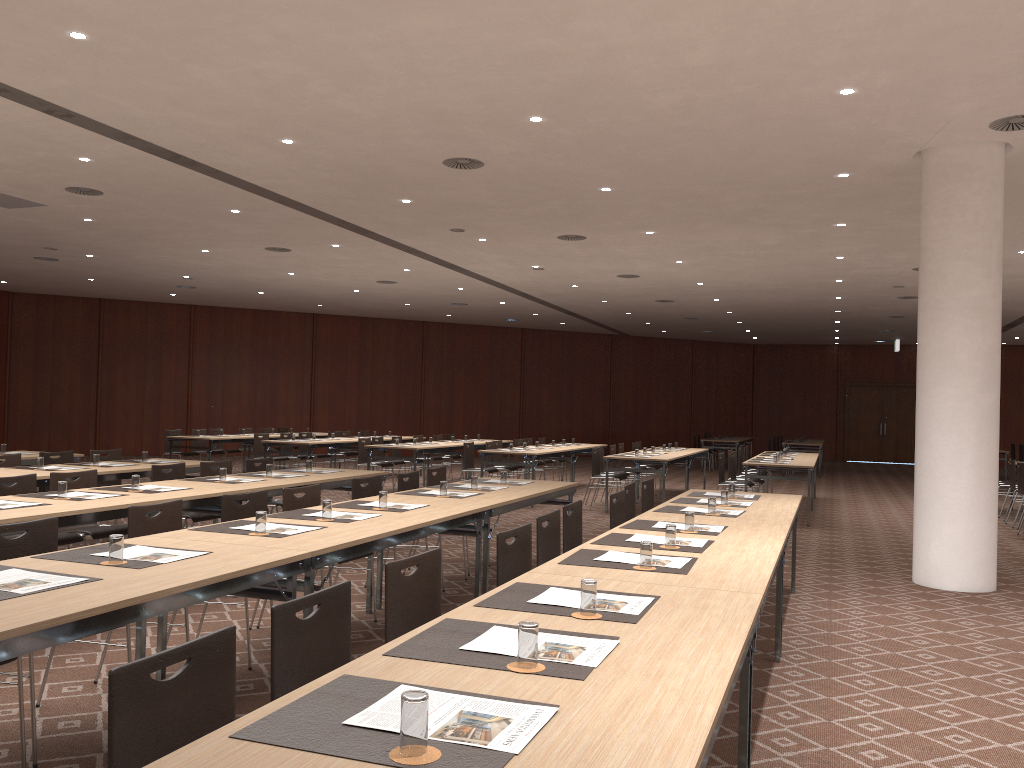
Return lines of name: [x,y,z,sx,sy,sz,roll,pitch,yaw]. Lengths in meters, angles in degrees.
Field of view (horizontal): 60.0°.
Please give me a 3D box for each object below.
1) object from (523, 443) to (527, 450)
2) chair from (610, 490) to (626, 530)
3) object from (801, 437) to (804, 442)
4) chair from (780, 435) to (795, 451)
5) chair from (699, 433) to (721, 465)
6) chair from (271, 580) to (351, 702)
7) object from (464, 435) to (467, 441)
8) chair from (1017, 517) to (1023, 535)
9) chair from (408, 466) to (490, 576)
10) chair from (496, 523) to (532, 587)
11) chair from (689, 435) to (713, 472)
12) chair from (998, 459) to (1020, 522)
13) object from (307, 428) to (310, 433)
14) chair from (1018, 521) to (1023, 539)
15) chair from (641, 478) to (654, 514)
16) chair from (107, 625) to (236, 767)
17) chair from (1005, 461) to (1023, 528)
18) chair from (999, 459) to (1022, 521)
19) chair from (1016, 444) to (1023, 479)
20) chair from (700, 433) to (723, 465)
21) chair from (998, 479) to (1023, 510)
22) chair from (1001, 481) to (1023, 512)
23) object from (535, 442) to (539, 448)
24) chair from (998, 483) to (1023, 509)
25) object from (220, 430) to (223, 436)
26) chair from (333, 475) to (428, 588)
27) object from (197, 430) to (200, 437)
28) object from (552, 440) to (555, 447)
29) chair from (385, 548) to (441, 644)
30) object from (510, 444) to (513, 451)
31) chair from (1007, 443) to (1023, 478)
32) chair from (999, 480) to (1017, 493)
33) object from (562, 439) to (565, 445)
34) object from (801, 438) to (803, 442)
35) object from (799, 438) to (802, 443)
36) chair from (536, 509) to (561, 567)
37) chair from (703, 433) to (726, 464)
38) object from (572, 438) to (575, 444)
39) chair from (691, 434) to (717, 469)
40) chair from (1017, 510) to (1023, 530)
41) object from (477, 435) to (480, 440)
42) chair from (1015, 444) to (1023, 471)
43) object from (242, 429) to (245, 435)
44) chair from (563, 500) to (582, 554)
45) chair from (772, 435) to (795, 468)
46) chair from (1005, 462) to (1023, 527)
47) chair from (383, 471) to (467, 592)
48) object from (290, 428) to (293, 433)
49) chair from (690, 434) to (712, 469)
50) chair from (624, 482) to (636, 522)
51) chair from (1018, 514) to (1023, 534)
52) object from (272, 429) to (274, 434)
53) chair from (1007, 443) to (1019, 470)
object: [0.210,1.019,14.547,0.054,0.114,0.054,1,-1,9]
chair: [0.896,1.242,6.263,0.613,0.939,0.536,1,-1,20]
object: [7.666,1.466,23.404,0.054,0.114,0.054,2,-1,-36]
chair: [8.003,1.962,25.782,0.613,0.939,0.536,1,-1,23]
chair: [5.827,1.907,25.988,0.613,0.939,0.536,1,-1,17]
chair: [-0.463,1.107,2.639,0.613,0.939,0.536,1,-1,20]
object: [-0.902,1.063,17.364,0.054,0.114,0.054,2,-1,-14]
chair: [7.005,1.556,11.594,0.613,0.939,0.536,1,-1,21]
chair: [-0.569,1.255,8.315,0.613,0.939,0.536,1,-1,19]
chair: [0.152,1.166,4.211,0.613,0.939,0.536,1,-1,22]
chair: [4.911,1.804,23.119,0.613,0.939,0.536,1,-1,22]
chair: [7.862,1.634,13.615,0.613,0.939,0.536,1,-1,21]
object: [-4.446,1.016,19.353,0.054,0.114,0.054,2,-1,-14]
chair: [7.008,1.556,11.603,0.613,0.939,0.536,1,-1,23]
chair: [1.300,1.286,7.500,0.613,0.939,0.536,1,-1,22]
chair: [-0.641,1.085,2.022,0.613,0.939,0.536,1,-1,19]
chair: [7.515,1.602,12.785,0.613,0.939,0.536,1,-1,19]
chair: [7.858,1.634,13.605,0.613,0.939,0.536,1,-1,22]
chair: [13.494,2.048,23.205,0.613,0.939,0.536,1,-1,23]
chair: [5.699,1.884,25.295,0.613,0.939,0.536,1,-1,18]
chair: [7.997,1.657,14.332,0.613,0.939,0.536,1,-1,20]
chair: [8.259,1.678,14.835,0.613,0.939,0.536,1,-1,20]
object: [0.429,1.042,15.169,0.054,0.114,0.054,1,-1,9]
chair: [7.998,1.657,14.334,0.613,0.939,0.536,1,-1,19]
object: [-5.439,0.915,16.615,0.054,0.114,0.054,1,-1,9]
chair: [-1.017,1.207,6.978,0.613,0.939,0.536,1,-1,22]
object: [-5.656,0.893,15.992,0.054,0.114,0.054,1,-1,9]
object: [0.752,1.075,16.077,0.054,0.114,0.054,2,-1,-14]
chair: [-0.239,1.132,3.357,0.613,0.939,0.536,1,-1,23]
object: [-0.010,0.997,13.946,0.054,0.114,0.054,1,-1,9]
chair: [13.636,2.068,23.803,0.613,0.939,0.536,1,-1,19]
chair: [8.271,1.679,14.871,0.613,0.939,0.536,1,-1,21]
object: [0.973,1.098,16.689,0.054,0.114,0.054,2,-1,-14]
object: [7.446,1.443,22.797,0.054,0.114,0.054,2,-1,-36]
object: [7.219,1.421,22.188,0.054,0.114,0.054,2,-1,-36]
chair: [0.347,1.189,4.872,0.613,0.939,0.536,1,-1,19]
chair: [6.071,1.928,26.531,0.613,0.939,0.536,1,-1,18]
object: [1.196,1.120,17.295,0.054,0.114,0.054,2,-1,-14]
chair: [5.291,1.849,24.378,0.613,0.939,0.536,1,-1,21]
chair: [7.340,1.581,12.176,0.613,0.939,0.536,1,-1,18]
object: [-0.676,1.086,17.973,0.054,0.114,0.054,2,-1,-14]
chair: [13.493,2.048,23.203,0.613,0.939,0.536,1,-1,18]
object: [-5.210,0.938,17.218,0.054,0.114,0.054,1,-1,9]
chair: [0.520,1.210,5.451,0.613,0.939,0.536,1,-1,19]
chair: [7.756,1.943,25.312,0.613,0.939,0.536,1,-1,21]
chair: [7.527,1.603,12.816,0.613,0.939,0.536,1,-1,20]
chair: [-0.749,1.231,7.592,0.613,0.939,0.536,1,-1,18]
object: [-4.661,0.994,18.747,0.054,0.114,0.054,2,-1,-14]
chair: [5.045,1.827,23.832,0.613,0.939,0.536,1,-1,17]
chair: [1.085,1.267,7.009,0.613,0.939,0.536,1,-1,18]
chair: [7.348,1.582,12.197,0.613,0.939,0.536,1,-1,23]
object: [-4.886,0.971,18.131,0.054,0.114,0.054,2,-1,-14]
chair: [13.656,2.070,23.860,0.613,0.939,0.536,1,-1,18]
